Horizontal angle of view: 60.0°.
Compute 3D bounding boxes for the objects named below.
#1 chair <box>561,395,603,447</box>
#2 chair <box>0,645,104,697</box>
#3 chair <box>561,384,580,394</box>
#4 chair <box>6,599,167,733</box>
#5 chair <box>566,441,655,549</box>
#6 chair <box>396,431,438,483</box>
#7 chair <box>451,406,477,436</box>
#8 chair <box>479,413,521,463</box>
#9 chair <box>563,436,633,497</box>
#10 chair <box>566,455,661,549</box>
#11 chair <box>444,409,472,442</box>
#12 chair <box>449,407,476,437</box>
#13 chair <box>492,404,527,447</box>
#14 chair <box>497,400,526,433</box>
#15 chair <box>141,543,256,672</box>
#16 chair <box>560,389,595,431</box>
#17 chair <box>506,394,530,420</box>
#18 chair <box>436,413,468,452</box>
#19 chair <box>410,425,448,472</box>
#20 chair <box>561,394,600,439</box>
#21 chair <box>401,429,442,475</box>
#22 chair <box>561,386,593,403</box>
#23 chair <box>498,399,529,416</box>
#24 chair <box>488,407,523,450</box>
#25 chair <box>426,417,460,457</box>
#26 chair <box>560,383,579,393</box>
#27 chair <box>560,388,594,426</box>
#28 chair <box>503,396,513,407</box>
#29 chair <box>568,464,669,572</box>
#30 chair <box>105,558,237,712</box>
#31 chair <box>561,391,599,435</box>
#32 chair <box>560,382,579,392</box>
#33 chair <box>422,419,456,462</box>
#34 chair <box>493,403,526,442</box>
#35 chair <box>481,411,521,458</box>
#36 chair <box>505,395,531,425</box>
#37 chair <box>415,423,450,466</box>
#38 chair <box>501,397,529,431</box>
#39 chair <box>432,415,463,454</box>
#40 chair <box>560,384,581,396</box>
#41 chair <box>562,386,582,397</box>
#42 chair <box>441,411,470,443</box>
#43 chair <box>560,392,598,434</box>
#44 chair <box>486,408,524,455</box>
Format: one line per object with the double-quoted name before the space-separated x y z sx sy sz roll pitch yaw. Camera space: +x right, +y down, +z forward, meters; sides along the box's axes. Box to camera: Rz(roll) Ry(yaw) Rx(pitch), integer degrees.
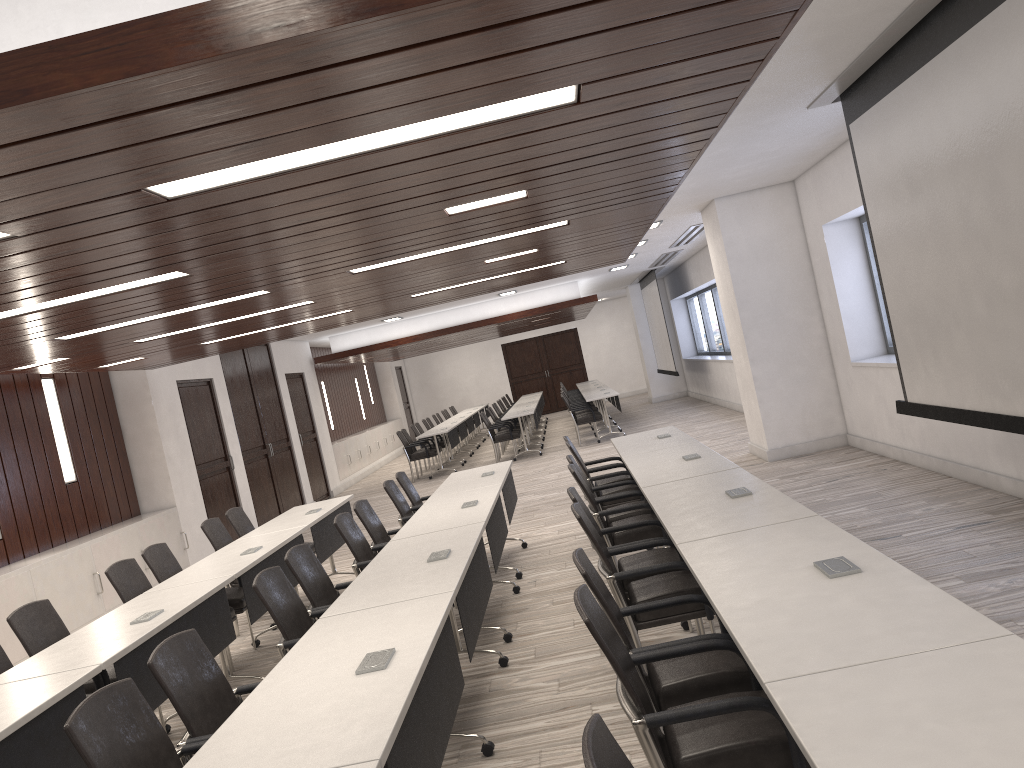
"chair" 1.273 0.592 15.684 0.638 0.939 0.513 -12 1 4
"chair" -2.260 1.600 4.247 0.638 0.939 0.513 -12 1 4
"chair" 1.621 0.385 22.287 0.638 0.939 0.513 -12 1 3
"chair" -2.232 1.584 4.777 0.638 0.939 0.513 -12 1 2
"chair" 0.841 0.856 7.118 0.638 0.939 0.513 -12 1 3
"chair" -1.650 1.237 15.854 0.638 0.939 0.513 -12 1 4
"chair" -1.234 0.985 23.970 0.638 0.939 0.513 -12 1 4
"chair" -0.175 0.911 15.767 0.638 0.939 0.513 -12 1 3
"chair" 0.853 0.844 7.640 0.638 0.939 0.513 -12 1 3
"chair" 0.785 0.889 6.125 0.638 0.939 0.513 -12 1 4
"chair" -1.319 1.033 22.455 0.638 0.939 0.513 -12 1 4
"chair" -1.258 1.000 23.447 0.638 0.939 0.513 -12 1 3
"chair" -0.022 0.818 18.806 0.638 0.939 0.513 -12 1 4
"chair" 0.053 0.771 20.328 0.638 0.939 0.513 -12 1 3
"chair" -2.166 1.539 6.291 0.638 0.939 0.513 -12 1 2
"chair" 1.432 0.497 18.717 0.638 0.939 0.513 -12 1 4
"chair" 0.240 0.660 23.883 0.638 0.939 0.513 -12 1 2
"chair" -1.387 1.078 20.933 0.638 0.939 0.513 -12 1 2
"chair" -1.578 1.191 17.376 0.638 0.939 0.513 -12 1 3
"chair" 1.300 0.576 16.206 0.638 0.939 0.513 -12 1 3
"chair" -1.632 1.222 16.376 0.638 0.939 0.513 -12 1 3
"chair" 1.522 0.447 20.232 0.638 0.939 0.513 -12 1 3
"chair" 0.091 0.752 20.851 0.638 0.939 0.513 -12 1 3
"chair" -0.065 0.847 17.806 0.638 0.939 0.513 -12 1 3
"chair" -1.473 1.127 19.403 0.638 0.939 0.513 -12 1 3
"chair" 1.670 0.355 23.275 0.638 0.939 0.513 -12 1 4
"chair" 1.461 0.480 19.240 0.638 0.939 0.513 -12 1 4
"chair" 0.173 0.704 22.367 0.638 0.939 0.513 -12 1 4
"chair" 0.762 0.904 5.602 0.638 0.939 0.513 -12 1 3
"chair" -2.179 1.552 5.770 0.638 0.939 0.513 -12 1 4
"chair" 1.396 0.525 17.727 0.638 0.939 0.513 -12 1 2
"chair" 1.706 0.336 23.795 0.638 0.939 0.513 -12 1 4
"chair" -1.507 1.145 18.886 0.638 0.939 0.513 -12 1 4
"chair" 0.002 0.802 19.322 0.638 0.939 0.513 -12 1 4
"chair" -0.159 0.897 16.299 0.638 0.939 0.513 -12 1 3
"chair" 0.229 0.672 23.365 0.638 0.939 0.513 -12 1 4
"chair" -1.549 1.174 17.909 0.638 0.939 0.513 -12 1 4
"chair" 0.138 0.722 21.849 0.638 0.939 0.513 -12 1 3
"chair" -1.430 1.098 20.410 0.638 0.939 0.513 -12 1 4
"chair" 1.591 0.402 21.755 0.638 0.939 0.513 -12 1 3
"chair" 1.556 0.429 20.757 0.638 0.939 0.513 -12 1 2
"chair" -1.346 1.049 21.930 0.638 0.939 0.513 -12 1 3
"chair" 1.352 0.545 17.206 0.638 0.939 0.513 -12 1 4
"chair" -0.094 0.863 17.287 0.638 0.939 0.513 -12 1 2
